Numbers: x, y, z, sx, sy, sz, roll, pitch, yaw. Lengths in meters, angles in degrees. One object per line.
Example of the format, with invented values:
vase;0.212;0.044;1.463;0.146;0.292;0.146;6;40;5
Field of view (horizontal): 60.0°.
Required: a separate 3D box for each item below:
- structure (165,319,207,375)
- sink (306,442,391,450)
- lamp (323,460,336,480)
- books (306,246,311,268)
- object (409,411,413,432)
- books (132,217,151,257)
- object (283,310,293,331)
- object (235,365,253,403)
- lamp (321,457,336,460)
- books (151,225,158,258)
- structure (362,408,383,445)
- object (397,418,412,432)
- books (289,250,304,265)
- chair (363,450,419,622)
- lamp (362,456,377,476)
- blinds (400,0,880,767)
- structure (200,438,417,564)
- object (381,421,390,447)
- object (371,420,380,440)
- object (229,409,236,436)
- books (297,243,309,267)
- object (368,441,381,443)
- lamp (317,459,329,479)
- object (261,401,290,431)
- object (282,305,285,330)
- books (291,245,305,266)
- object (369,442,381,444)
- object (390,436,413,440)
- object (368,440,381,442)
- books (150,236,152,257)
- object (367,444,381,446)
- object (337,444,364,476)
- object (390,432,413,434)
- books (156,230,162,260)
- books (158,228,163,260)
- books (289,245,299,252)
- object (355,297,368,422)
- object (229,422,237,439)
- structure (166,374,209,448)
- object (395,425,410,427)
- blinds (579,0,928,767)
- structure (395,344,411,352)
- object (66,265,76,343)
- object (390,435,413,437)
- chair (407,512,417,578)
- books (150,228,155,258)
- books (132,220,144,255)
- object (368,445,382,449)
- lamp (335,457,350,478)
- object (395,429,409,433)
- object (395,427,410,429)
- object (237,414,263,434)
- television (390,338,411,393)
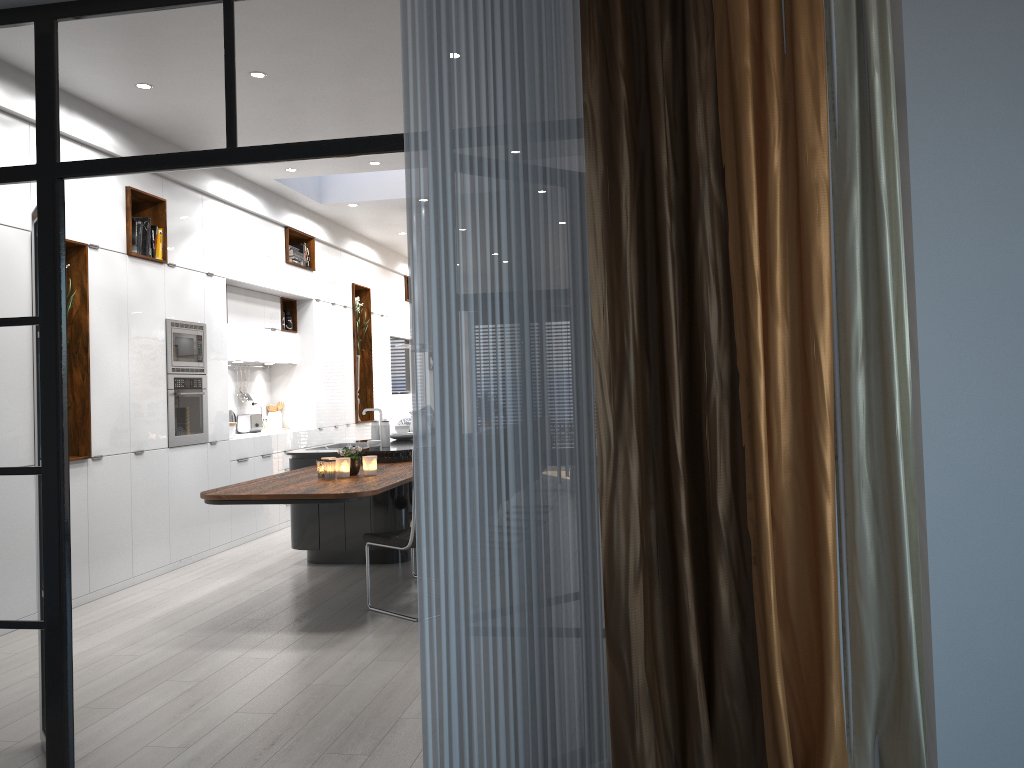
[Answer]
structure;-2.855;-0.283;7.235;0.458;0.431;0.595;-2;-1;10
sink;-1.367;0.595;7.493;0.485;0.153;0.738;-2;0;10
lamp;-1.145;0.541;5.577;0.078;0.120;0.078;-2;-1;-7
books;-2.338;-1.389;9.841;0.210;0.267;0.026;-2;-2;10
object;-0.883;0.385;8.519;0.211;0.254;0.183;-3;-2;44
books;-2.861;-1.111;6.715;0.268;0.321;0.047;-2;-2;10
object;-2.493;-0.699;9.801;0.123;0.231;0.123;-2;-1;11
object;-2.780;-0.003;9.165;0.069;0.389;0.320;-2;-1;11
lamp;-1.189;0.540;5.758;0.095;0.124;0.095;-3;-1;27
books;-2.850;-1.097;6.859;0.238;0.288;0.030;-2;-2;10
structure;-1.173;0.362;7.438;0.177;0.311;0.089;-2;-2;10
object;-1.044;0.433;8.890;0.211;0.174;0.211;-2;-1;17
books;-2.408;-1.339;9.472;0.279;0.137;0.345;-2;0;5
chair;-0.578;0.865;5.455;0.536;1.019;0.471;-3;-2;45
lamp;-0.922;0.531;5.757;0.095;0.124;0.095;-3;-2;43
blinds;0.345;-0.189;2.431;1.301;3.071;0.052;-2;-2;10
structure;-0.961;0.955;7.635;1.377;0.888;5.638;-2;0;10
object;-1.025;0.401;7.190;0.071;0.219;0.071;-3;-2;36
object;-1.108;0.404;7.196;0.071;0.219;0.071;-1;-2;-26
object;-2.757;0.373;8.598;0.220;0.270;0.179;-1;-2;-38
books;-2.356;-1.393;9.765;0.253;0.312;0.030;-2;-2;10
object;-1.093;0.468;7.044;0.111;0.023;0.111;-2;0;22
lamp;-1.205;0.543;5.654;0.078;0.120;0.078;-2;-1;-7
object;-2.605;0.350;9.708;0.221;0.316;0.330;-2;-1;10
object;-2.527;-0.720;9.610;0.124;0.275;0.124;-2;-2;-2
books;-2.357;-1.385;9.680;0.197;0.269;0.026;-2;-2;10
object;-1.093;0.475;7.044;0.111;0.023;0.111;-2;0;22
object;-1.018;0.500;8.256;0.264;0.033;0.264;-2;0;-44
object;-1.093;0.462;7.045;0.111;0.023;0.111;-2;0;22
books;-2.874;-1.086;6.808;0.230;0.296;0.030;-2;-2;10
object;-1.092;0.494;7.044;0.111;0.023;0.111;-2;0;22
object;-1.050;0.495;5.803;0.151;0.206;0.157;-3;-1;27
object;-1.020;0.462;8.257;0.229;0.016;0.229;-2;0;7
books;-2.809;-1.072;6.884;0.184;0.245;0.033;-2;-2;10
books;-2.819;-1.081;6.915;0.211;0.264;0.024;-2;-2;10
books;-2.435;-1.431;9.457;0.250;0.047;0.307;-2;0;6
object;-1.994;-0.327;11.349;0.322;1.616;0.323;-3;-2;36
object;-2.699;0.429;8.043;0.380;0.148;0.263;-2;-1;10
structure;-2.820;0.217;7.217;0.495;0.571;0.595;-2;-1;10
object;-1.021;0.414;8.258;0.138;0.051;0.138;-2;0;-10
blinds;0.609;-0.205;2.282;0.810;3.047;0.254;-2;-2;10
structure;-0.946;-1.145;9.811;0.695;1.610;1.043;-2;-1;9
object;-2.953;-0.187;5.713;0.267;1.343;0.268;-3;-2;36
object;-1.019;0.493;8.256;0.264;0.033;0.264;-2;0;-44
chair;-0.407;0.864;6.377;0.536;1.019;0.471;-3;-2;40
books;-2.842;-1.070;6.830;0.190;0.254;0.026;-2;-2;10
books;-2.880;-1.088;6.640;0.236;0.278;0.106;-2;-2;10
object;-1.092;0.501;7.043;0.111;0.023;0.111;-2;0;22
lamp;-1.080;0.536;5.667;0.095;0.124;0.095;-2;-1;3
object;-1.020;0.442;8.257;0.138;0.051;0.138;-2;0;-10
object;-1.021;0.431;8.258;0.138;0.051;0.138;-2;0;-10
object;-2.706;0.411;9.168;0.176;0.195;0.260;-2;-1;10
television;-1.707;-0.264;13.149;0.050;0.806;1.187;-2;-1;10
